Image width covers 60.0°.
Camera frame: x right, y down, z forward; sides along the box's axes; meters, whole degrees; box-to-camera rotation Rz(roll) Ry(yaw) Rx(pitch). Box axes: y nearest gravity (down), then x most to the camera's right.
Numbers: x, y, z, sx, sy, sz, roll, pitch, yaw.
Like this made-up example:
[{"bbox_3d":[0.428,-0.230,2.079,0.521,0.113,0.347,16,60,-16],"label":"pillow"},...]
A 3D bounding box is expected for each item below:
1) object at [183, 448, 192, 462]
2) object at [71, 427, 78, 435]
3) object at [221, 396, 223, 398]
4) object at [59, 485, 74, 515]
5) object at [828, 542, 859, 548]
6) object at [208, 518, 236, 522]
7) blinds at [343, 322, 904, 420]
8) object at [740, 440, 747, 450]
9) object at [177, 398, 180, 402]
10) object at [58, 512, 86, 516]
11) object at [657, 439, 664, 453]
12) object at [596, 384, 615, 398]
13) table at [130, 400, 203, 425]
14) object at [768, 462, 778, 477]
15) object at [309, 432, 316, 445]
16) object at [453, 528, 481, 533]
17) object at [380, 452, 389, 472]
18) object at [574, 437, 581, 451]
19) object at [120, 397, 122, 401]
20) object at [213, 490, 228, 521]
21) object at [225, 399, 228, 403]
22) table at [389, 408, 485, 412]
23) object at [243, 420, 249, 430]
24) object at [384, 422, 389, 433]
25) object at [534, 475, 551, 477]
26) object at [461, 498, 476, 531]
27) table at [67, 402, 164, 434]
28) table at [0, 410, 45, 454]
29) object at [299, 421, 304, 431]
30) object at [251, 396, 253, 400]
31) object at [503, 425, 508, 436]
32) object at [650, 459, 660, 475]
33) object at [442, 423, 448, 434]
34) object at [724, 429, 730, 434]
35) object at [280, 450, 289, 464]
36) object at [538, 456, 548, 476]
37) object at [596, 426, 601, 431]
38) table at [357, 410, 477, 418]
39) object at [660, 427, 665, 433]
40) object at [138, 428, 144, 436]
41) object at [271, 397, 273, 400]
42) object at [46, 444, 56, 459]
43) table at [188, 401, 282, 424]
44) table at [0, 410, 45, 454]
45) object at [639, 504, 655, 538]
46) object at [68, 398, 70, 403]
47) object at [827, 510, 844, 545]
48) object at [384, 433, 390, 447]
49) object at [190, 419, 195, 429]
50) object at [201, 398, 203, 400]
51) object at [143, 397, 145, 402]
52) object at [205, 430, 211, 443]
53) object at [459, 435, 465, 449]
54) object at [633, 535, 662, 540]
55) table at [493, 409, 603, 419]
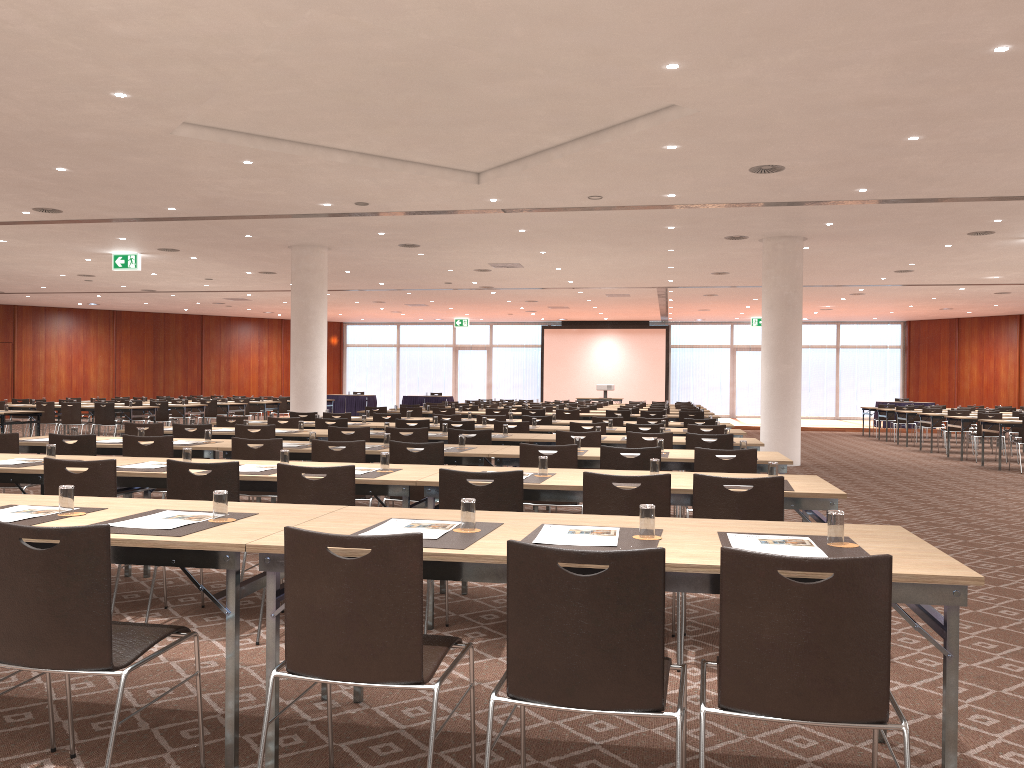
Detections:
[{"bbox_3d":[-2.053,0.460,5.605,0.054,0.114,0.054,1,0,-1],"label":"object"},{"bbox_3d":[-3.940,0.443,7.990,0.054,0.114,0.054,1,1,44],"label":"object"},{"bbox_3d":[-8.709,0.413,26.611,0.054,0.114,0.054,0,0,-24],"label":"object"},{"bbox_3d":[-1.771,0.461,3.526,0.054,0.114,0.054,0,0,-24],"label":"object"},{"bbox_3d":[1.127,0.547,3.020,0.102,0.001,0.102,1,0,-24],"label":"object"},{"bbox_3d":[-1.115,0.525,3.413,0.102,0.001,0.102,1,0,-24],"label":"object"},{"bbox_3d":[3.899,-0.589,36.327,22.851,3.817,0.115,1,1,10],"label":"blinds"},{"bbox_3d":[1.817,0.501,6.965,0.054,0.114,0.054,0,0,-24],"label":"object"},{"bbox_3d":[-8.460,0.411,22.496,0.054,0.114,0.054,1,0,-1],"label":"object"},{"bbox_3d":[-1.752,0.518,3.530,0.102,0.001,0.102,1,0,-24],"label":"object"},{"bbox_3d":[1.183,0.495,7.069,0.054,0.114,0.054,0,0,-24],"label":"object"},{"bbox_3d":[3.137,0.242,29.750,0.576,0.472,0.614,1,0,10],"label":"object"},{"bbox_3d":[-9.856,0.876,24.826,2.267,0.833,0.953,1,0,10],"label":"table"},{"bbox_3d":[1.469,0.496,4.991,0.054,0.114,0.054,1,0,-1],"label":"object"},{"bbox_3d":[-1.702,0.466,7.573,0.054,0.114,0.054,1,1,44],"label":"object"},{"bbox_3d":[-0.165,0.534,3.236,0.102,0.001,0.102,1,0,-24],"label":"object"},{"bbox_3d":[-0.773,0.473,5.392,0.054,0.114,0.054,1,0,-1],"label":"object"},{"bbox_3d":[0.530,0.488,7.190,0.054,0.114,0.054,1,0,21],"label":"object"},{"bbox_3d":[-10.042,0.395,22.783,0.054,0.114,0.054,0,0,-24],"label":"object"},{"bbox_3d":[-1.120,0.467,3.406,0.054,0.114,0.054,0,0,-24],"label":"object"},{"bbox_3d":[-7.165,0.425,22.265,0.054,0.114,0.054,1,0,-1],"label":"object"},{"bbox_3d":[-1.434,0.958,19.263,2.267,0.833,0.953,1,0,10],"label":"table"},{"bbox_3d":[-2.952,0.455,9.842,0.054,0.114,0.054,1,0,-1],"label":"object"},{"bbox_3d":[-1.348,0.471,9.554,0.054,0.114,0.054,1,0,-1],"label":"object"},{"bbox_3d":[0.183,0.540,5.215,0.102,0.001,0.102,1,0,44],"label":"object"},{"bbox_3d":[-0.160,0.477,3.242,0.054,0.114,0.054,1,1,44],"label":"object"},{"bbox_3d":[-10.206,0.871,22.857,2.267,0.833,0.953,1,0,10],"label":"table"},{"bbox_3d":[-9.288,0.872,15.076,2.267,0.833,0.953,1,0,10],"label":"table"},{"bbox_3d":[-2.311,0.462,9.720,0.054,0.114,0.054,0,0,-24],"label":"object"},{"bbox_3d":[-7.749,0.423,26.427,0.054,0.114,0.054,1,0,-1],"label":"object"},{"bbox_3d":[-0.069,0.484,9.316,0.054,0.114,0.054,1,1,44],"label":"object"},{"bbox_3d":[0.822,0.489,5.111,0.054,0.114,0.054,1,1,44],"label":"object"},{"bbox_3d":[-0.714,0.478,9.434,0.054,0.114,0.054,1,0,-1],"label":"object"},{"bbox_3d":[2.166,0.507,8.929,0.054,0.114,0.054,1,0,-1],"label":"object"},{"bbox_3d":[-1.412,0.466,5.509,0.054,0.114,0.054,1,0,-1],"label":"object"},{"bbox_3d":[0.184,0.483,5.218,0.054,0.114,0.054,1,1,44],"label":"object"},{"bbox_3d":[0.891,0.494,9.159,0.054,0.114,0.054,0,0,-24],"label":"object"},{"bbox_3d":[-1.785,0.952,17.294,2.267,0.833,0.953,1,0,10],"label":"table"},{"bbox_3d":[1.532,0.501,9.030,0.054,0.114,0.054,0,0,-24],"label":"object"},{"bbox_3d":[-3.290,0.449,7.867,0.054,0.114,0.054,0,0,-24],"label":"object"},{"bbox_3d":[-7.111,0.429,26.319,0.054,0.114,0.054,1,0,-1],"label":"object"},{"bbox_3d":[-3.003,0.450,5.776,0.054,0.114,0.054,1,1,44],"label":"object"},{"bbox_3d":[-7.621,0.899,24.428,2.267,0.833,0.953,1,0,10],"label":"table"},{"bbox_3d":[-9.288,0.872,15.076,2.267,0.833,0.953,1,0,10],"label":"table"},{"bbox_3d":[0.477,0.483,3.127,0.054,0.114,0.054,1,1,44],"label":"object"},{"bbox_3d":[-10.396,0.390,20.817,0.054,0.114,0.054,1,1,44],"label":"object"},{"bbox_3d":[1.106,0.490,3.028,0.054,0.114,0.054,0,0,-24],"label":"object"},{"bbox_3d":[-1.052,0.472,7.463,0.054,0.114,0.054,1,1,44],"label":"object"},{"bbox_3d":[-3.586,0.449,9.956,0.054,0.114,0.054,1,0,-1],"label":"object"},{"bbox_3d":[-7.823,0.418,22.377,0.054,0.114,0.054,1,0,-1],"label":"object"},{"bbox_3d":[-9.401,0.402,22.664,0.054,0.114,0.054,0,0,-24],"label":"object"},{"bbox_3d":[-2.657,0.456,7.751,0.054,0.114,0.054,0,0,-24],"label":"object"},{"bbox_3d":[-0.414,0.479,7.344,0.054,0.114,0.054,1,1,44],"label":"object"},{"bbox_3d":[0.476,0.541,3.125,0.102,0.001,0.102,1,0,-24],"label":"object"},{"bbox_3d":[0.800,0.980,18.865,2.267,0.833,0.953,1,0,10],"label":"table"}]
